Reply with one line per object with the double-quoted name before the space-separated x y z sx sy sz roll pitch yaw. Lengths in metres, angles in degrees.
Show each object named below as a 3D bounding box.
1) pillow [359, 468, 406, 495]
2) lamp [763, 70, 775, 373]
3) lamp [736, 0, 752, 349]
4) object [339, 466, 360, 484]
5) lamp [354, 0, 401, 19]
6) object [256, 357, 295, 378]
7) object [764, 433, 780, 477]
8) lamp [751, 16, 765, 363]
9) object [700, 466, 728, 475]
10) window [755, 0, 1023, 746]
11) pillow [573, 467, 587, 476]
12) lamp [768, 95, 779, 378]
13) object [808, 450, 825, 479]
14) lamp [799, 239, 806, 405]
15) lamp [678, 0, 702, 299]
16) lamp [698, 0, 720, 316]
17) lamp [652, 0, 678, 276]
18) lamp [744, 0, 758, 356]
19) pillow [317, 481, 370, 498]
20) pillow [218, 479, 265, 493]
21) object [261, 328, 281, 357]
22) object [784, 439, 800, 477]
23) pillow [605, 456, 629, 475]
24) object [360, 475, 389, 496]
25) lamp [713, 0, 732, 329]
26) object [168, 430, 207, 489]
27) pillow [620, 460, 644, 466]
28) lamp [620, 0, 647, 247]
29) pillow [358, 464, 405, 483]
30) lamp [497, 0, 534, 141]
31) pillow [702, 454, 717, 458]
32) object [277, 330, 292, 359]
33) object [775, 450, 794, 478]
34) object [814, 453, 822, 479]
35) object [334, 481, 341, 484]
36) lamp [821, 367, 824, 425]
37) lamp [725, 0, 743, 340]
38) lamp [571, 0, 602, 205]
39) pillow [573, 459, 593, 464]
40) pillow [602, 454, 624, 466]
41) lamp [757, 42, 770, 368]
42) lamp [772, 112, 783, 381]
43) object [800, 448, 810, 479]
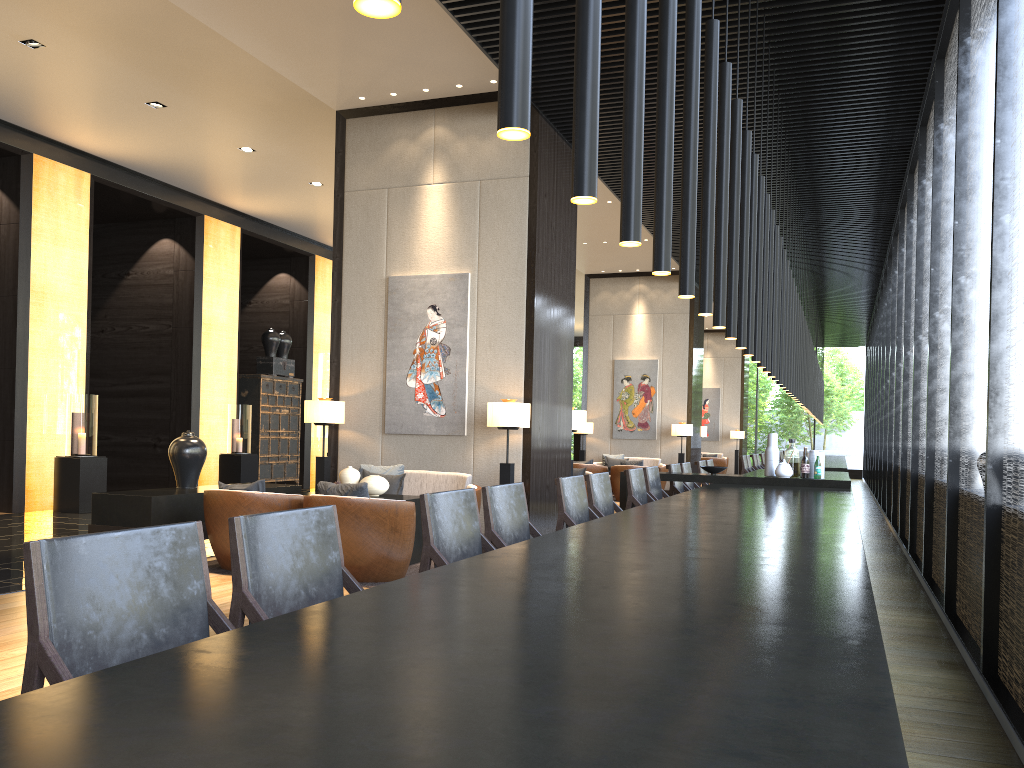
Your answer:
"pillow" -1.178 0.949 8.003 0.471 0.361 0.219 1 -1 17
"lamp" 2.014 -1.299 6.899 0.060 2.420 0.060 1 0 16
"lamp" 1.366 -1.416 5.163 0.060 2.420 0.060 1 0 16
"object" -1.327 0.788 7.229 0.171 0.236 0.171 2 -1 -34
"lamp" -0.142 -1.689 1.126 0.060 2.420 0.060 1 0 16
"object" -3.961 -0.275 14.885 0.365 0.315 0.607 1 -3 21
"object" 2.075 0.566 7.061 0.113 0.344 0.113 1 0 16
"lamp" 1.691 -1.357 6.035 0.060 2.420 0.060 1 0 16
"object" 1.641 0.706 7.203 0.227 0.067 0.228 0 -3 23
"window" -0.288 -0.285 13.722 12.049 4.225 31.932 0 -3 20
"pillow" 0.758 1.209 11.437 0.441 0.338 0.205 0 -1 27
"lamp" 2.196 -1.266 7.388 0.060 2.420 0.060 1 0 16
"object" 2.366 0.628 6.943 0.168 0.219 0.169 1 -1 16
"lamp" 4.156 -0.911 12.637 0.060 2.420 0.060 1 0 16
"lamp" 0.691 -1.538 3.357 0.060 2.420 0.060 1 0 16
"lamp" 0.864 -1.507 3.820 0.060 2.420 0.060 1 0 26
"lamp" 0.519 -1.569 2.894 0.060 2.420 0.060 1 0 26
"lamp" 1.522 -1.388 5.581 0.060 2.420 0.060 1 0 16
"pillow" -1.151 0.846 6.094 0.399 0.362 0.222 1 -1 21
"pillow" -1.955 0.848 6.392 0.441 0.338 0.205 0 -1 27
"object" -4.015 -0.691 14.739 0.311 0.492 0.311 2 -1 -13
"object" 2.229 0.589 7.050 0.129 0.305 0.129 1 0 6
"pillow" 1.925 1.510 16.315 0.471 0.361 0.219 1 -1 17
"object" -1.124 0.829 7.213 0.245 0.168 0.246 0 -2 23
"lamp" 1.023 -1.478 4.245 0.060 2.420 0.060 1 0 16
"object" -2.765 0.642 7.549 0.311 0.492 0.312 1 -1 39
"pillow" 1.953 1.408 14.407 0.399 0.362 0.222 1 -1 21
"lamp" 0.360 -1.598 2.469 0.060 2.420 0.060 1 0 16
"pillow" -1.218 0.938 8.183 0.433 0.399 0.201 1 -1 -1
"lamp" 0.033 -1.657 1.592 0.060 2.420 0.060 1 0 16
"pillow" 5.110 1.980 22.863 0.399 0.362 0.222 1 -1 21
"object" -3.899 -0.670 15.051 0.311 0.492 0.312 1 -1 2
"object" 2.123 0.621 6.910 0.135 0.217 0.136 1 -1 8
"object" 2.345 0.630 6.789 0.056 0.197 0.056 1 0 22
"object" -1.438 0.855 7.365 0.091 0.112 0.091 2 -1 -17
"lamp" 9.089 -0.018 25.849 0.060 2.420 0.060 1 0 26
"lamp" 1.190 -1.448 4.693 0.060 2.420 0.060 1 0 26
"lamp" 0.195 -1.628 2.026 0.060 2.420 0.060 1 0 16
"pillow" 1.148 1.410 14.705 0.441 0.338 0.205 0 -1 27
"pillow" 1.886 1.499 16.496 0.433 0.399 0.201 1 -1 -1
"lamp" 1.851 -1.328 6.463 0.060 2.420 0.060 1 0 16
"lamp" 2.347 -1.238 7.792 0.060 2.420 0.060 1 0 16
"object" 2.271 0.612 6.860 0.067 0.237 0.067 1 0 14
